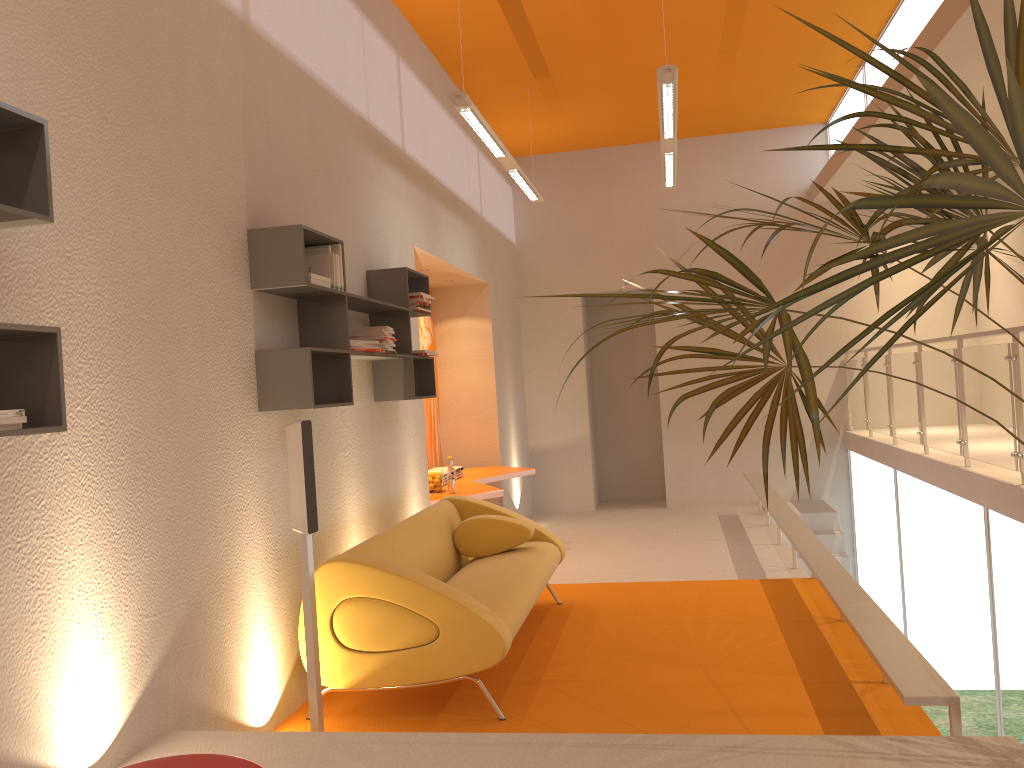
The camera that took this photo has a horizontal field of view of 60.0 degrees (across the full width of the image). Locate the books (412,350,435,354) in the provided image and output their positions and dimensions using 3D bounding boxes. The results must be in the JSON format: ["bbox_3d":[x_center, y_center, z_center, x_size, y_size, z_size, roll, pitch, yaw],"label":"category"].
[{"bbox_3d":[-0.619,-0.193,5.516,0.226,0.017,0.230,-4,0,10],"label":"books"}]

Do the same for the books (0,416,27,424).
[{"bbox_3d":[-1.278,0.092,2.008,0.190,0.015,0.254,-4,0,17],"label":"books"}]

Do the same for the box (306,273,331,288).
[{"bbox_3d":[-0.967,-0.454,3.996,0.232,0.047,0.232,-4,0,10],"label":"box"}]

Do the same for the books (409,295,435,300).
[{"bbox_3d":[-0.635,-0.527,5.521,0.254,0.015,0.190,-4,0,17],"label":"books"}]

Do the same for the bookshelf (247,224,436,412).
[{"bbox_3d":[-0.817,-0.289,4.788,0.252,0.790,2.000,-4,0,10],"label":"bookshelf"}]

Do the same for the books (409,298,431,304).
[{"bbox_3d":[-0.639,-0.511,5.523,0.230,0.017,0.226,-4,0,5],"label":"books"}]

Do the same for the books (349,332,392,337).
[{"bbox_3d":[-0.769,-0.265,4.846,0.190,0.015,0.254,-4,0,1],"label":"books"}]

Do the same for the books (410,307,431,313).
[{"bbox_3d":[-0.645,-0.454,5.522,0.210,0.013,0.297,-4,0,10],"label":"books"}]

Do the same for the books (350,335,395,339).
[{"bbox_3d":[-0.769,-0.251,4.855,0.190,0.011,0.268,-4,0,7],"label":"books"}]

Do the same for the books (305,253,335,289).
[{"bbox_3d":[-0.937,-0.516,4.137,0.230,0.169,0.023,-4,0,10],"label":"books"}]

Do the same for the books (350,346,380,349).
[{"bbox_3d":[-0.828,-0.177,4.502,0.190,0.011,0.268,-4,0,27],"label":"books"}]

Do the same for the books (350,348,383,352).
[{"bbox_3d":[-0.825,-0.165,4.505,0.210,0.013,0.297,-4,0,25],"label":"books"}]

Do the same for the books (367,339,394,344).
[{"bbox_3d":[-0.776,-0.224,4.857,0.230,0.017,0.226,-4,0,0],"label":"books"}]

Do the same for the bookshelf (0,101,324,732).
[{"bbox_3d":[-1.265,0.412,1.949,0.322,2.145,3.370,-4,0,12],"label":"bookshelf"}]

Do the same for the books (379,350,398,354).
[{"bbox_3d":[-0.763,-0.168,4.859,0.210,0.013,0.297,-4,0,5],"label":"books"}]

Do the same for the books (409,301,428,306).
[{"bbox_3d":[-0.650,-0.494,5.529,0.190,0.015,0.254,-4,0,12],"label":"books"}]

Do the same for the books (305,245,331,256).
[{"bbox_3d":[-0.947,-0.536,4.169,0.207,0.210,0.021,-4,0,10],"label":"books"}]

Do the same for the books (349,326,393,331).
[{"bbox_3d":[-0.780,-0.295,4.858,0.230,0.017,0.226,-4,0,0],"label":"books"}]

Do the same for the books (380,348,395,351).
[{"bbox_3d":[-0.764,-0.180,4.855,0.190,0.011,0.268,-4,0,7],"label":"books"}]

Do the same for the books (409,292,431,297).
[{"bbox_3d":[-0.643,-0.542,5.509,0.226,0.017,0.230,-4,0,10],"label":"books"}]

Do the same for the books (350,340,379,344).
[{"bbox_3d":[-0.827,-0.205,4.498,0.190,0.015,0.254,-4,0,27],"label":"books"}]

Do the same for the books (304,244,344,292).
[{"bbox_3d":[-0.922,-0.546,4.240,0.230,0.227,0.017,-4,0,10],"label":"books"}]

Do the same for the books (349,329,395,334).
[{"bbox_3d":[-0.767,-0.280,4.853,0.190,0.015,0.254,-4,0,7],"label":"books"}]

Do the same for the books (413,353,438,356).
[{"bbox_3d":[-0.611,-0.177,5.527,0.254,0.015,0.190,-4,0,17],"label":"books"}]

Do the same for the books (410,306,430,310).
[{"bbox_3d":[-0.644,-0.466,5.526,0.190,0.011,0.268,-4,0,12],"label":"books"}]

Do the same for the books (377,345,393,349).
[{"bbox_3d":[-0.765,-0.193,4.845,0.190,0.015,0.254,-4,0,1],"label":"books"}]

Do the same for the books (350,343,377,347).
[{"bbox_3d":[-0.832,-0.190,4.493,0.190,0.015,0.254,-4,0,21],"label":"books"}]

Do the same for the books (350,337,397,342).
[{"bbox_3d":[-0.767,-0.239,4.859,0.210,0.013,0.297,-4,0,5],"label":"books"}]

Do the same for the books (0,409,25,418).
[{"bbox_3d":[-1.290,0.077,2.015,0.230,0.017,0.227,-4,0,10],"label":"books"}]

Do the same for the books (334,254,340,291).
[{"bbox_3d":[-0.929,-0.517,4.191,0.230,0.169,0.027,-4,0,10],"label":"books"}]

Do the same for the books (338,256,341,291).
[{"bbox_3d":[-0.932,-0.517,4.220,0.230,0.169,0.027,-4,0,10],"label":"books"}]

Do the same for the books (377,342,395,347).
[{"bbox_3d":[-0.762,-0.209,4.853,0.190,0.015,0.254,-4,0,7],"label":"books"}]

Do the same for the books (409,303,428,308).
[{"bbox_3d":[-0.645,-0.479,5.536,0.190,0.015,0.254,-4,0,6],"label":"books"}]

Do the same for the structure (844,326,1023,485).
[{"bbox_3d":[2.870,0.125,4.551,0.195,0.900,11.050,-4,0,10],"label":"structure"}]
